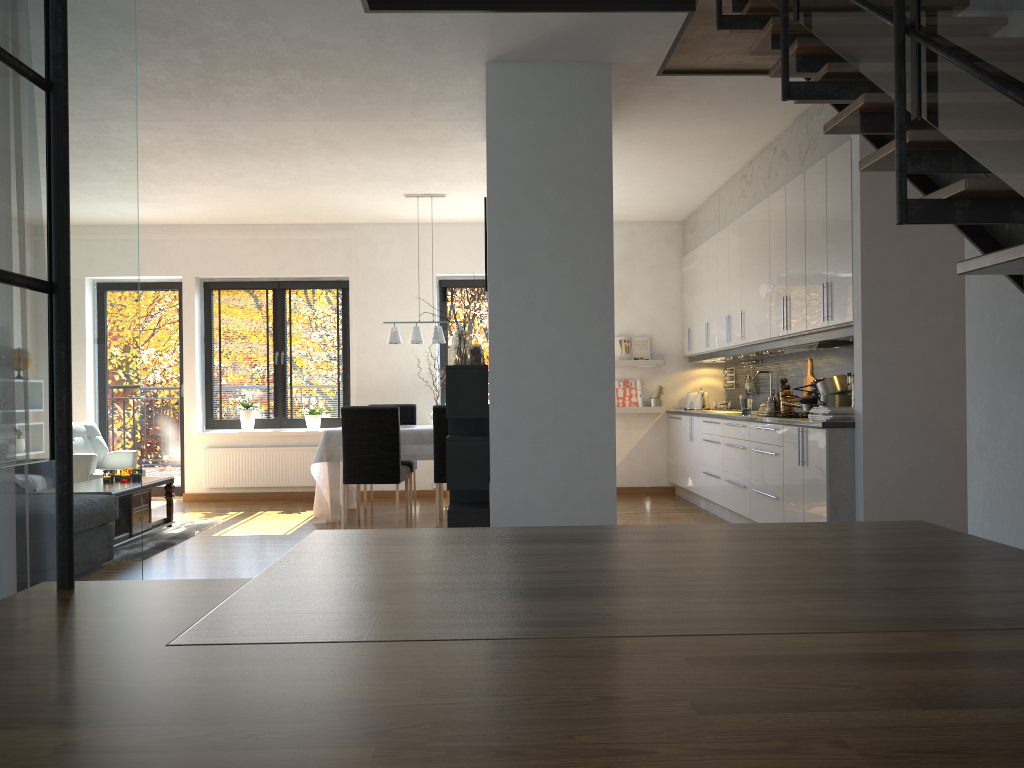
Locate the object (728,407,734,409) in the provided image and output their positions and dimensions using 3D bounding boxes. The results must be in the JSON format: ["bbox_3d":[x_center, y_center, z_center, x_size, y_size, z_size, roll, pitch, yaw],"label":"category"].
[{"bbox_3d":[2.120,0.231,8.499,0.024,0.017,0.249,-1,-1,33],"label":"object"}]

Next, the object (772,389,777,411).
[{"bbox_3d":[1.975,0.132,6.684,0.058,0.192,0.080,-1,0,-18],"label":"object"}]

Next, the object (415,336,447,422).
[{"bbox_3d":[-0.653,-0.015,7.747,0.403,0.785,0.615,-1,0,-27],"label":"object"}]

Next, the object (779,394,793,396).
[{"bbox_3d":[2.020,0.091,6.527,0.100,0.036,0.100,-1,-1,27],"label":"object"}]

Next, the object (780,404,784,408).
[{"bbox_3d":[2.024,0.168,6.522,0.099,0.051,0.099,-1,-1,-16],"label":"object"}]

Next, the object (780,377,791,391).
[{"bbox_3d":[2.058,0.086,6.675,0.061,0.283,0.123,-1,0,-2],"label":"object"}]

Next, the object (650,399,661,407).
[{"bbox_3d":[1.459,0.213,9.002,0.103,0.124,0.103,-1,0,-4],"label":"object"}]

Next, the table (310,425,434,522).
[{"bbox_3d":[-0.750,0.757,7.774,1.856,0.763,1.235,-1,-1,-1],"label":"table"}]

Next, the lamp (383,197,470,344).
[{"bbox_3d":[-0.752,-0.998,7.767,0.760,1.284,0.131,-1,0,-2],"label":"lamp"}]

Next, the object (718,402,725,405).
[{"bbox_3d":[2.027,0.210,8.584,0.065,0.064,0.065,-1,0,-2],"label":"object"}]

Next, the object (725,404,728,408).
[{"bbox_3d":[2.051,0.217,8.522,0.044,0.050,0.043,-1,0,41],"label":"object"}]

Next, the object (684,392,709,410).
[{"bbox_3d":[1.865,0.178,8.954,0.253,0.192,0.175,-1,0,-2],"label":"object"}]

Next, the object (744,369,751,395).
[{"bbox_3d":[2.172,-0.018,8.171,0.060,0.256,0.060,-1,0,20],"label":"object"}]

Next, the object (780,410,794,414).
[{"bbox_3d":[2.024,0.207,6.518,0.100,0.036,0.100,-1,-1,31],"label":"object"}]

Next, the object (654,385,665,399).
[{"bbox_3d":[1.485,0.138,8.971,0.119,0.267,0.060,-1,0,-10],"label":"object"}]

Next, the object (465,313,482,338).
[{"bbox_3d":[-0.286,-0.283,5.905,0.163,0.383,0.154,-1,0,15],"label":"object"}]

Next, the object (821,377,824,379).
[{"bbox_3d":[2.241,0.088,6.433,0.043,0.273,0.146,-1,0,-2],"label":"object"}]

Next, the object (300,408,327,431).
[{"bbox_3d":[-2.017,0.357,9.032,0.267,0.237,0.283,-1,0,-20],"label":"object"}]

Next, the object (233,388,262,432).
[{"bbox_3d":[-2.668,0.260,8.961,0.286,0.444,0.340,-1,0,-13],"label":"object"}]

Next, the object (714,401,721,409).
[{"bbox_3d":[2.004,0.206,8.653,0.071,0.076,0.071,-1,0,-9],"label":"object"}]

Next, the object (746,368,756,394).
[{"bbox_3d":[2.161,-0.027,8.020,0.074,0.242,0.093,-1,0,-28],"label":"object"}]

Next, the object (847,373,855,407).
[{"bbox_3d":[2.115,0.024,5.312,0.206,0.370,0.353,-1,0,-2],"label":"object"}]

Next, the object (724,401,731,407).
[{"bbox_3d":[2.094,0.204,8.617,0.071,0.076,0.071,-1,0,-2],"label":"object"}]

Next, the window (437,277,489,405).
[{"bbox_3d":[-0.002,-0.332,9.246,1.561,1.588,0.119,-1,0,-2],"label":"window"}]

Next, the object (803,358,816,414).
[{"bbox_3d":[2.240,0.017,6.675,0.029,0.419,0.219,-1,0,-2],"label":"object"}]

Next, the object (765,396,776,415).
[{"bbox_3d":[1.934,0.160,6.633,0.069,0.135,0.069,-1,0,-27],"label":"object"}]

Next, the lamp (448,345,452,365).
[{"bbox_3d":[-0.326,-0.165,5.223,0.098,0.131,0.106,-1,0,11],"label":"lamp"}]

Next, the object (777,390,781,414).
[{"bbox_3d":[2.004,0.135,6.607,0.058,0.184,0.058,-1,0,31],"label":"object"}]

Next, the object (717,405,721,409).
[{"bbox_3d":[1.992,0.221,8.524,0.046,0.045,0.045,-1,0,1],"label":"object"}]

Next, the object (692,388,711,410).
[{"bbox_3d":[1.863,0.160,8.749,0.178,0.236,0.204,-1,0,35],"label":"object"}]

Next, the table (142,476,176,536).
[{"bbox_3d":[-2.937,0.931,6.442,0.570,0.409,1.179,-1,-1,-2],"label":"table"}]

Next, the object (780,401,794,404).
[{"bbox_3d":[2.025,0.147,6.524,0.100,0.043,0.099,-1,-1,-14],"label":"object"}]

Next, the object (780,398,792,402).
[{"bbox_3d":[2.024,0.126,6.526,0.101,0.057,0.099,-1,-1,10],"label":"object"}]

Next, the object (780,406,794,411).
[{"bbox_3d":[2.023,0.185,6.520,0.099,0.048,0.100,-1,-1,17],"label":"object"}]

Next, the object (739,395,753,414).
[{"bbox_3d":[1.825,0.162,6.905,0.102,0.146,0.102,-1,0,-2],"label":"object"}]

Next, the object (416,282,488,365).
[{"bbox_3d":[-0.341,-0.362,5.093,0.426,0.522,0.298,-1,0,-5],"label":"object"}]

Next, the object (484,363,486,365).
[{"bbox_3d":[-0.167,-0.114,5.238,0.029,0.030,0.025,-1,0,-6],"label":"object"}]

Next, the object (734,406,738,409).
[{"bbox_3d":[2.142,0.227,8.490,0.021,0.026,0.173,-1,-1,8],"label":"object"}]

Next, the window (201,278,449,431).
[{"bbox_3d":[-2.055,2.035,20.953,12.973,18.371,21.829,-1,0,28],"label":"window"}]

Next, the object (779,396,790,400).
[{"bbox_3d":[2.020,0.107,6.527,0.100,0.036,0.100,-1,-1,-8],"label":"object"}]

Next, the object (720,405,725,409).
[{"bbox_3d":[2.017,0.221,8.480,0.044,0.043,0.043,-1,0,-5],"label":"object"}]

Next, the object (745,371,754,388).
[{"bbox_3d":[2.174,-0.046,8.042,0.072,0.203,0.188,-1,0,-15],"label":"object"}]

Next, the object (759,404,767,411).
[{"bbox_3d":[2.161,0.200,7.594,0.099,0.065,0.097,-1,-1,-10],"label":"object"}]

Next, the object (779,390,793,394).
[{"bbox_3d":[2.019,0.070,6.525,0.099,0.047,0.100,-1,-1,-6],"label":"object"}]
